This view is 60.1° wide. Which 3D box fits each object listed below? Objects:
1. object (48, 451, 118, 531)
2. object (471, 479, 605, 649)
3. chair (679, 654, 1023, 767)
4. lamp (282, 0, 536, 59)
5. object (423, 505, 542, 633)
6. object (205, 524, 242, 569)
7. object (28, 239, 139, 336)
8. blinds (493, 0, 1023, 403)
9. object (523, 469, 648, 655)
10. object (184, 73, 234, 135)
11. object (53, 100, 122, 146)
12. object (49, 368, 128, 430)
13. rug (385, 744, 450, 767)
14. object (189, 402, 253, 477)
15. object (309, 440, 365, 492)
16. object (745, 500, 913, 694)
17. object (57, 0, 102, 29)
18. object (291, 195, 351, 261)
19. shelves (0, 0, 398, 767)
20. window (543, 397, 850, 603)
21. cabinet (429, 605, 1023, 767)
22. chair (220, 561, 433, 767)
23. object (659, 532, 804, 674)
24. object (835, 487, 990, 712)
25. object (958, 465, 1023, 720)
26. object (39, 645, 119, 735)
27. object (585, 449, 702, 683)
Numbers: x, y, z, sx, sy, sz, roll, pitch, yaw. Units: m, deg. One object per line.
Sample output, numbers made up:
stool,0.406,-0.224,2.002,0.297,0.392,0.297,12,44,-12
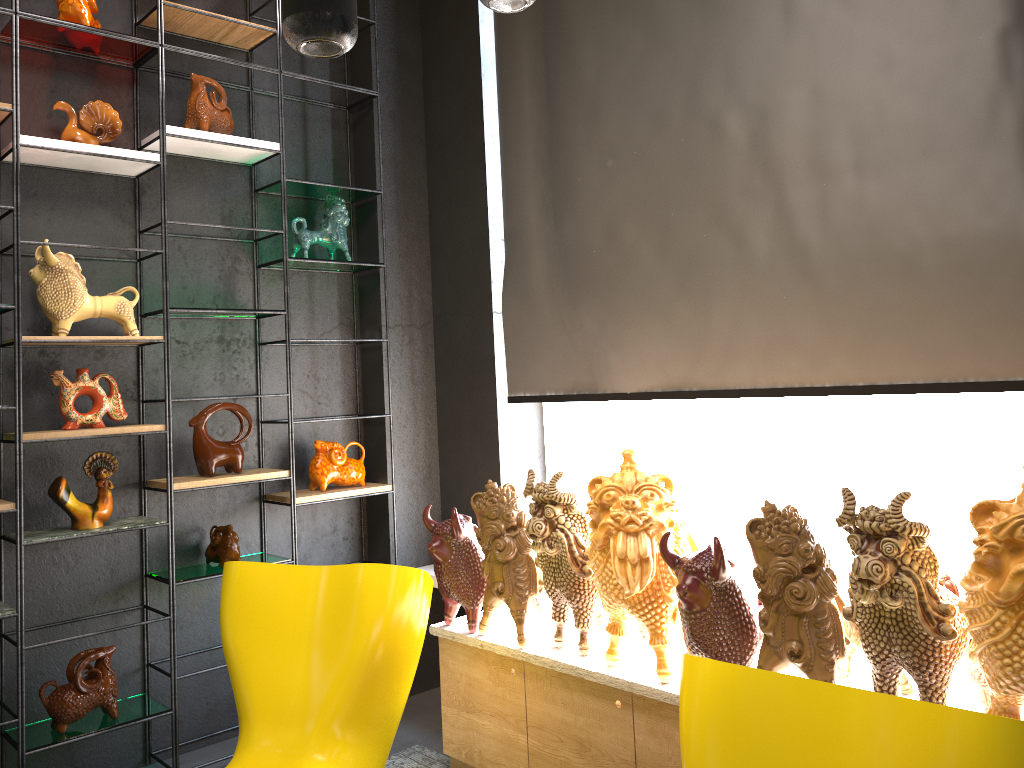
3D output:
object,-1.530,0.381,3.177,0.227,0.272,0.123,-1,-4,-42
object,0.094,0.592,3.068,0.475,0.548,0.248,-1,-4,-35
chair,0.441,0.924,1.269,0.656,0.900,1.069,-5,-3,42
lamp,-1.086,-1.658,0.785,2.675,2.282,2.835,-3,-2,1
object,-0.105,0.641,3.213,0.463,0.443,0.218,-1,-3,-38
object,-1.155,0.637,3.523,0.105,0.169,0.210,0,-3,-43
object,-1.554,-0.335,3.222,0.369,0.353,0.174,-1,-3,-38
blinds,-1.440,-0.776,4.754,3.525,3.321,12.668,-2,0,-22
object,0.219,0.559,2.888,0.270,0.582,0.429,-6,-4,40
object,-1.230,-1.115,3.623,0.126,0.251,0.253,-4,-2,17
object,-1.577,-0.963,3.294,0.233,0.210,0.107,-2,-3,-26
object,-1.540,0.054,3.226,0.267,0.224,0.060,-1,-4,-42
rug,0.045,1.388,1.375,2.190,0.010,3.584,-3,0,-43
object,-1.167,0.219,3.530,0.249,0.291,0.114,-1,-4,-42
object,-0.763,0.350,3.884,0.278,0.223,0.138,-1,-3,-42
object,0.817,0.559,2.282,0.475,0.548,0.248,-1,-4,-35
object,-1.641,-1.405,3.361,0.139,0.223,0.277,-2,-2,-12
object,-0.851,-0.698,3.937,0.151,0.334,0.289,-6,-3,40
shelves,-1.760,-0.489,3.084,2.993,3.925,0.273,0,-4,-42
window,0.890,-0.791,3.340,0.051,3.181,2.300,1,-4,-43
cabinet,0.781,1.087,2.308,0.404,0.532,2.721,0,-2,-43
chair,-0.632,0.974,2.447,0.657,0.900,1.067,-4,-2,17
object,0.618,0.608,2.428,0.463,0.443,0.218,-1,-3,-38
object,0.942,0.526,2.103,0.270,0.582,0.429,-6,-4,40
object,1.147,0.480,1.863,0.469,0.658,0.306,-1,-4,-38
object,-1.515,1.068,3.094,0.253,0.251,0.125,-1,-4,-43
object,0.424,0.514,2.648,0.469,0.658,0.306,-1,-4,-38
